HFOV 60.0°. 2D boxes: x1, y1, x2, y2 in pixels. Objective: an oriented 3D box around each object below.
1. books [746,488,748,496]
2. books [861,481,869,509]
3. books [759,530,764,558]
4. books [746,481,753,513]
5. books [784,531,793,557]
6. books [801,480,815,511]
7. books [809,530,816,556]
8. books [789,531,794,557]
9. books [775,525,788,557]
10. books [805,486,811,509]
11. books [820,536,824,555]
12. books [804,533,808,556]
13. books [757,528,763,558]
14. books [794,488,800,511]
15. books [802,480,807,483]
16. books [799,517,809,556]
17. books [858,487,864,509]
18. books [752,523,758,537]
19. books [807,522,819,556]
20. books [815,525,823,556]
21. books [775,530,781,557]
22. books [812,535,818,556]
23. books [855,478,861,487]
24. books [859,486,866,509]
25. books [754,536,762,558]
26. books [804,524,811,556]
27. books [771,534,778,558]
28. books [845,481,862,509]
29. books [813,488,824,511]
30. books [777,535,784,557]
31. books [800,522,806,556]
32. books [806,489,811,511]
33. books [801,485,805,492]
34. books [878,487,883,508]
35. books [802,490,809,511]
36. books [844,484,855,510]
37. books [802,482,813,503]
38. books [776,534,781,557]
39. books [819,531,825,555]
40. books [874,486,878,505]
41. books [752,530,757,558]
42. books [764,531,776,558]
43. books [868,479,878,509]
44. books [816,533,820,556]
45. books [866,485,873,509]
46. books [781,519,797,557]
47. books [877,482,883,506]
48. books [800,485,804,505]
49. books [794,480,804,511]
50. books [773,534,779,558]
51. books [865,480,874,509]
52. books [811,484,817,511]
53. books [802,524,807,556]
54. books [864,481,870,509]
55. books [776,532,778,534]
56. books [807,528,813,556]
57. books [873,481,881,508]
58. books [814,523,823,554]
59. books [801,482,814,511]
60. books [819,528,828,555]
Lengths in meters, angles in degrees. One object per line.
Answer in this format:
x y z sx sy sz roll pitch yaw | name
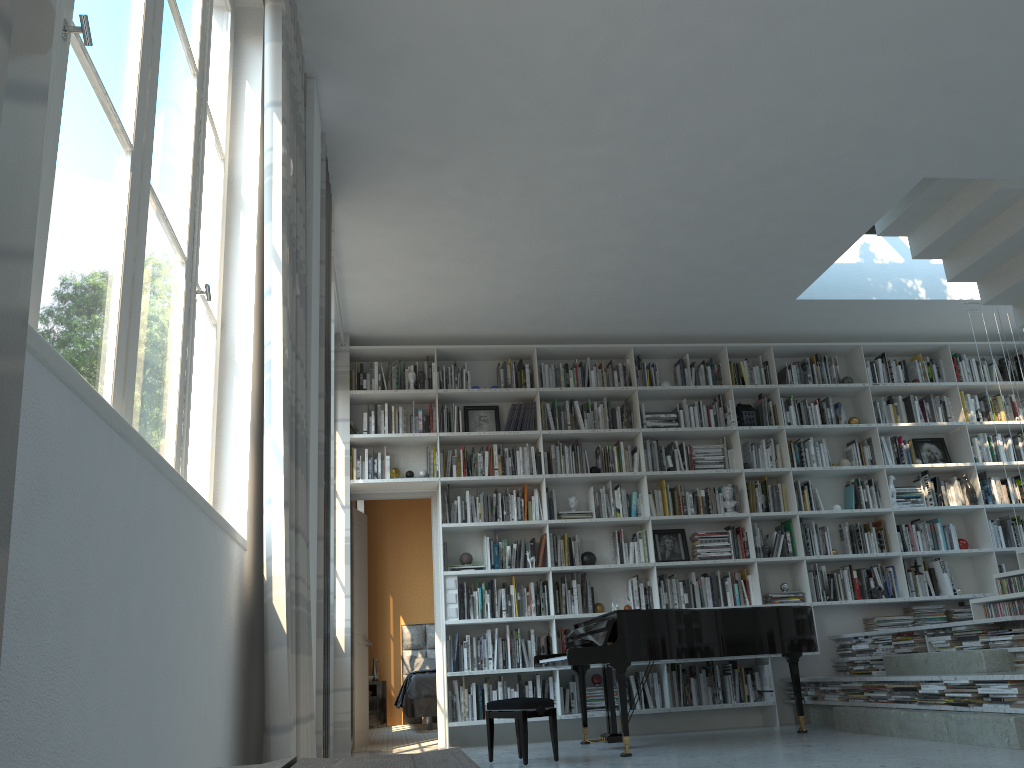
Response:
1.964 1.011 7.513 0.013 0.246 0.177 -1 -18 -8 | books
3.007 0.982 7.638 0.018 0.262 0.165 -1 -18 -8 | books
2.066 1.354 7.404 0.035 0.247 0.141 -1 -18 -8 | books
1.995 0.981 7.499 0.035 0.292 0.145 -1 -18 -8 | books
2.283 1.355 7.406 0.029 0.222 0.171 -1 -18 -8 | books
2.530 0.978 7.581 0.013 0.286 0.159 -1 -18 -8 | books
2.482 1.351 7.432 0.011 0.225 0.188 -1 -18 -8 | books
2.307 1.357 7.421 0.021 0.225 0.149 -1 -18 -8 | books
2.258 1.333 7.432 0.013 0.285 0.139 -1 -18 -8 | books
2.504 1.001 7.573 0.017 0.242 0.133 -1 -18 -8 | books
2.579 1.380 7.463 0.013 0.178 0.141 -1 -18 -8 | books
2.436 1.369 7.444 0.013 0.203 0.154 -1 -18 -8 | books
2.042 1.346 7.403 0.012 0.265 0.158 -1 -18 -8 | books
2.373 0.977 7.549 0.035 0.286 0.192 -1 -18 -8 | books
2.536 0.986 7.624 0.011 0.299 0.089 -1 -18 -8 | books
2.441 1.307 7.475 0.007 0.340 0.150 -1 -18 -8 | books
2.964 1.007 7.622 0.006 0.209 0.188 -1 -18 -8 | books
2.030 1.324 7.398 0.013 0.305 0.141 -1 -18 -8 | books
2.517 1.319 7.454 0.014 0.296 0.176 -1 -18 -8 | books
2.549 1.334 7.459 0.012 0.266 0.183 -1 -18 -8 | books
2.192 1.356 7.412 0.094 0.238 0.150 -1 -18 -8 | books
2.506 1.372 7.437 0.013 0.186 0.184 -1 -18 -8 | books
2.982 0.971 7.653 0.013 0.294 0.154 -1 -18 -8 | books
2.974 1.002 7.624 0.013 0.218 0.188 -1 -18 -8 | books
2.015 1.374 7.364 0.027 0.191 0.183 -1 -18 -8 | books
2.458 1.326 7.445 0.005 0.282 0.159 -1 -18 -8 | books
2.153 1.367 7.388 0.089 0.209 0.176 -1 -18 -8 | books
2.941 0.983 7.633 0.021 0.263 0.175 -1 -18 -8 | books
2.586 1.009 7.558 0.051 0.209 0.177 -1 -18 -8 | books
2.210 1.373 7.408 0.091 0.204 0.169 -1 -18 -8 | books
2.413 1.324 7.449 0.018 0.294 0.178 -1 -18 -8 | books
2.495 1.012 7.556 0.007 0.211 0.158 -1 -18 -8 | books
2.472 1.000 7.565 0.008 0.241 0.169 -1 -18 -8 | books
3.132 1.006 7.654 0.023 0.211 0.165 -1 -18 -8 | books
2.465 1.016 7.531 0.017 0.191 0.192 -1 -18 -8 | books
2.904 0.998 7.630 0.056 0.240 0.154 -1 -18 -8 | books
2.521 0.985 7.577 0.006 0.272 0.167 -1 -18 -8 | books
2.196 1.371 7.418 0.090 0.214 0.139 -1 -18 -8 | books
2.587 1.360 7.473 0.008 0.222 0.134 -1 -18 -8 | books
3.102 0.992 7.657 0.013 0.244 0.159 -1 -18 -8 | books
1.983 1.352 7.388 0.028 0.252 0.143 -1 -18 -8 | books
2.136 1.357 7.384 0.095 0.227 0.190 -1 -18 -8 | books
3.079 0.972 7.637 0.012 0.272 0.184 -1 -18 -8 | books
2.537 1.368 7.458 0.013 0.202 0.167 -1 -18 -8 | books
3.039 0.997 7.630 0.012 0.223 0.178 -1 -18 -8 | books
2.321 1.309 7.435 0.014 0.324 0.183 -1 -18 -8 | books
3.149 0.987 7.652 0.010 0.245 0.159 -1 -18 -8 | books
2.444 0.996 7.567 0.013 0.255 0.145 -1 -18 -8 | books
2.419 0.976 7.540 0.013 0.278 0.192 -1 -18 -8 | books
2.177 1.371 7.407 0.090 0.211 0.143 -1 -18 -8 | books
3.054 0.978 7.655 0.032 0.273 0.155 -1 -18 -8 | books
2.552 0.997 7.586 0.007 0.253 0.161 -1 -18 -8 | books
2.426 1.330 7.448 0.006 0.280 0.155 -1 -18 -8 | books
3.023 0.983 7.640 0.015 0.258 0.152 -1 -18 -8 | books
2.166 1.366 7.412 0.095 0.225 0.144 -1 -18 -8 | books
2.468 1.343 7.444 0.013 0.248 0.165 -1 -18 -8 | books
3.116 0.982 7.643 0.011 0.252 0.169 -1 -18 -8 | books
2.566 1.330 7.479 0.006 0.284 0.160 -1 -18 -8 | books
2.516 0.985 7.570 0.006 0.269 0.179 -1 -18 -8 | books
2.599 1.349 7.468 0.015 0.237 0.177 -1 -18 -8 | books
